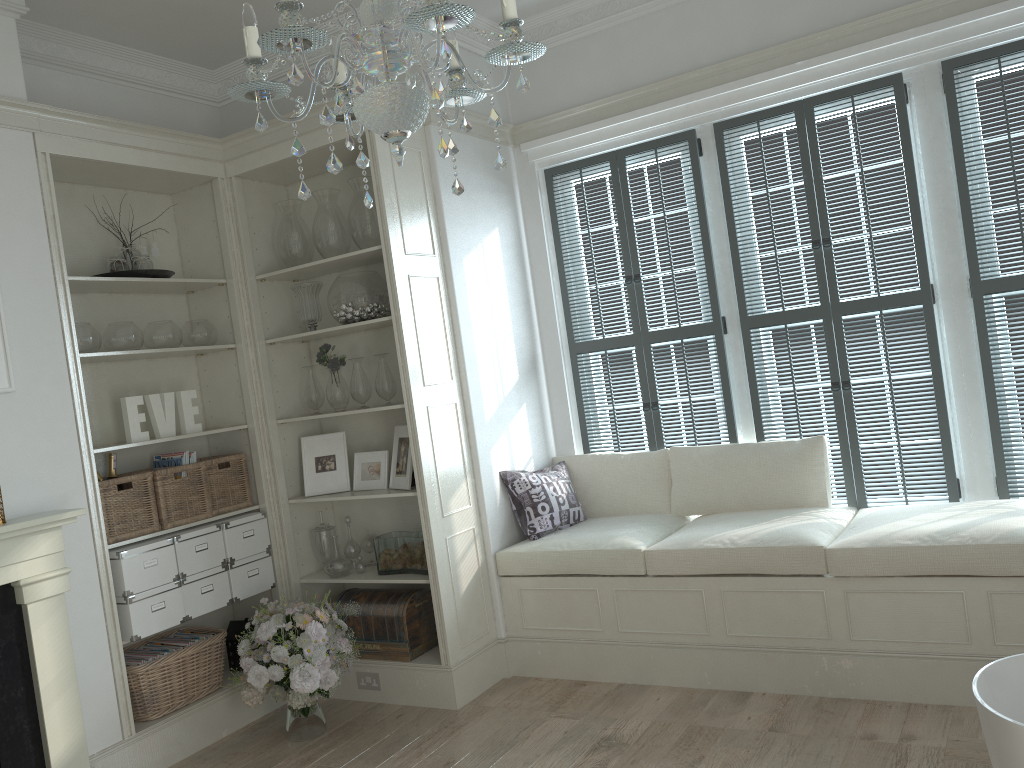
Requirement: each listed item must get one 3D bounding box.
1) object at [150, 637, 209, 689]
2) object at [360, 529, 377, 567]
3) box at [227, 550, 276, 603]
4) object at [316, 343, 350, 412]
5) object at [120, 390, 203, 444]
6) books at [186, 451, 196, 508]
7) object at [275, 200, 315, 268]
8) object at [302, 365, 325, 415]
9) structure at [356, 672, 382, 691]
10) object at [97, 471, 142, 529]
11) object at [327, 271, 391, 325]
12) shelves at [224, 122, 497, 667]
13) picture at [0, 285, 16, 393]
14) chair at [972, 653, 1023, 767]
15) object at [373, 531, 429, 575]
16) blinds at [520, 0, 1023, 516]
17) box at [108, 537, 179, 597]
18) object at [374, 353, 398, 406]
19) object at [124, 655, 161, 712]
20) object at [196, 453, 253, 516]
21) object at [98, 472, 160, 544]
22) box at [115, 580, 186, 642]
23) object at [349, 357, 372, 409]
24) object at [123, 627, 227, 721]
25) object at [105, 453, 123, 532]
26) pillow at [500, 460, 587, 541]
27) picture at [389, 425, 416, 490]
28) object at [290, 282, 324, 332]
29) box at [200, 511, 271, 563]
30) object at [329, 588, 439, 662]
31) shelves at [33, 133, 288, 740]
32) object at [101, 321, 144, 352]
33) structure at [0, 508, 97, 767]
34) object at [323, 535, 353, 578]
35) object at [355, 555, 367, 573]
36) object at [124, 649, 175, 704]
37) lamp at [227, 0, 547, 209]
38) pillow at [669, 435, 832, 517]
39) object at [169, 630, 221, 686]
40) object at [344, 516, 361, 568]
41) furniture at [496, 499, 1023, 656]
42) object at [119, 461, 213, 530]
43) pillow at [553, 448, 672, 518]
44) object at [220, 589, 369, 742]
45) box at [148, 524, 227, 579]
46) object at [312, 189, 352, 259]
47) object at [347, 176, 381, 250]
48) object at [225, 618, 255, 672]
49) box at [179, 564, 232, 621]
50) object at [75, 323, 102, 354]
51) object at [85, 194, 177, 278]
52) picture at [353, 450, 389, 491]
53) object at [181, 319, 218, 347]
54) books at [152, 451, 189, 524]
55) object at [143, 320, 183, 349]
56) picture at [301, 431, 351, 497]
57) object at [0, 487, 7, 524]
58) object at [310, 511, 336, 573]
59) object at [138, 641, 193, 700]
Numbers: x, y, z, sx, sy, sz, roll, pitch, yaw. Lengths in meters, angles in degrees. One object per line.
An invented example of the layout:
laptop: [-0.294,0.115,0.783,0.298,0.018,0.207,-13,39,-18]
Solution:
object: [-1.545,1.302,4.117,0.274,0.238,0.088,-8,1,31]
object: [-0.740,0.848,4.616,0.094,0.188,0.094,-8,1,-17]
box: [-1.418,0.947,4.383,0.400,0.191,0.270,-8,1,31]
object: [-0.904,-0.035,4.511,0.166,0.355,0.206,-8,1,-20]
object: [-1.637,0.148,4.160,0.039,0.207,0.393,-8,1,31]
books: [-1.621,0.492,4.175,0.221,0.306,0.205,-8,1,31]
object: [-1.118,-0.751,4.555,0.193,0.362,0.193,-8,1,14]
object: [-1.026,0.033,4.581,0.110,0.251,0.110,-8,1,3]
structure: [-0.683,1.417,4.230,0.140,0.084,0.010,-8,1,31]
object: [-1.749,0.502,3.888,0.095,0.332,0.284,-8,1,10]
object: [-0.741,-0.415,4.350,0.329,0.249,0.329,-8,1,6]
shelves: [-0.756,0.071,4.385,0.972,2.523,0.399,-8,1,31]
picture: [-2.070,-0.195,3.194,0.024,0.496,0.494,-8,1,31]
chair: [1.213,0.937,1.692,0.514,0.715,0.478,-8,1,30]
object: [-0.480,0.819,4.312,0.387,0.180,0.171,-8,1,31]
blinds: [1.542,-0.396,4.184,3.076,2.238,0.141,-8,1,31]
box: [-1.718,0.804,3.905,0.400,0.191,0.270,-8,1,31]
object: [-0.619,-0.021,4.334,0.110,0.251,0.110,-8,1,3]
object: [-1.675,1.323,3.914,0.274,0.238,0.088,-8,1,31]
object: [-1.508,0.506,4.421,0.275,0.270,0.276,-8,1,31]
object: [-1.784,0.552,3.935,0.275,0.270,0.276,-8,1,31]
box: [-1.689,0.993,3.912,0.400,0.191,0.270,-8,1,31]
object: [-0.757,-0.003,4.418,0.110,0.251,0.110,-8,1,3]
object: [-1.586,1.321,4.048,0.408,0.263,0.554,-8,1,32]
object: [-1.820,0.497,4.012,0.094,0.361,0.127,-8,1,31]
pillow: [0.193,0.602,4.591,0.229,0.398,0.550,-7,1,43]
picture: [-0.513,0.350,4.275,0.124,0.300,0.202,-9,1,-34]
object: [-1.026,-0.380,4.508,0.168,0.256,0.168,-8,1,-11]
box: [-1.439,0.758,4.375,0.400,0.191,0.270,-8,1,31]
object: [-0.625,1.162,4.370,0.475,0.297,0.290,-8,1,31]
shelves: [-1.685,0.206,4.146,0.399,2.523,0.992,-8,1,31]
object: [-1.780,-0.208,4.050,0.185,0.140,0.185,-9,1,-39]
structure: [-2.108,1.149,2.893,1.026,1.191,1.432,-8,1,31]
object: [-0.879,0.864,4.449,0.148,0.200,0.148,-8,1,-1]
object: [-0.759,0.902,4.445,0.056,0.090,0.056,-9,1,-28]
object: [-1.631,1.316,3.973,0.274,0.238,0.088,-8,1,31]
lamp: [-0.397,-1.657,1.768,0.648,2.542,0.577,-8,1,1]
pillow: [1.152,0.462,4.357,0.787,0.360,0.193,-8,1,31]
object: [-1.504,1.295,4.187,0.274,0.238,0.088,-8,1,31]
object: [-0.836,0.819,4.607,0.088,0.271,0.088,-7,1,36]
furniture: [1.474,0.795,3.845,3.150,0.459,0.837,-8,1,31]
object: [-1.624,0.526,4.165,0.275,0.270,0.276,-8,1,31]
pillow: [0.533,0.547,4.738,0.695,0.360,0.187,-8,1,31]
object: [-0.955,1.244,3.949,0.570,0.643,0.544,-8,1,22]
box: [-1.586,0.782,4.151,0.400,0.191,0.270,-8,1,31]
object: [-0.904,-0.780,4.435,0.193,0.362,0.193,-8,1,14]
object: [-0.699,-0.806,4.283,0.193,0.362,0.193,-8,1,14]
object: [-1.329,1.286,4.402,0.135,0.248,0.135,-8,1,21]
box: [-1.559,0.971,4.146,0.400,0.191,0.270,-8,1,31]
object: [-1.889,-0.190,3.866,0.185,0.140,0.185,-9,1,-39]
object: [-1.794,-0.712,4.167,0.457,0.485,0.399,-8,1,-19]
picture: [-0.692,0.432,4.464,0.206,0.192,0.124,-8,1,26]
object: [-1.561,-0.245,4.419,0.185,0.140,0.185,-9,1,-39]
books: [-1.644,0.485,4.139,0.221,0.306,0.205,-8,1,31]
object: [-1.670,-0.227,4.235,0.185,0.140,0.185,-9,1,-39]
picture: [-0.950,0.407,4.540,0.231,0.300,0.127,-8,1,1]
object: [-1.885,0.441,3.204,0.087,0.140,0.090,-8,1,-21]
object: [-0.967,0.815,4.580,0.129,0.315,0.129,-7,1,36]
object: [-1.589,1.309,4.043,0.274,0.238,0.088,-8,1,31]
